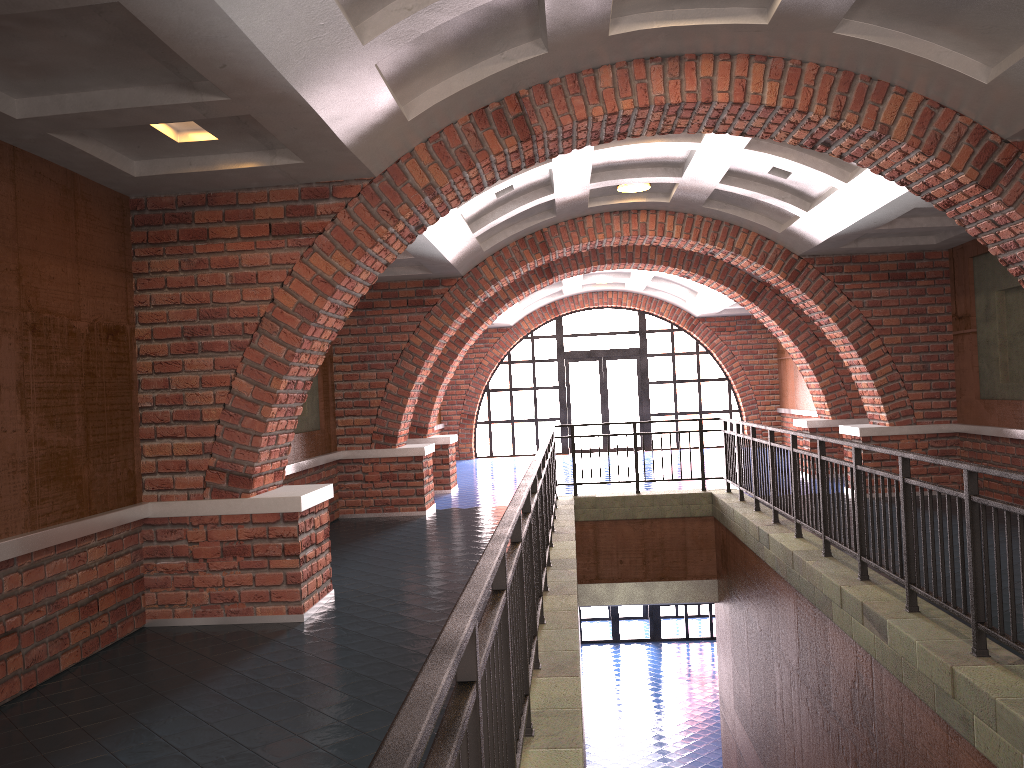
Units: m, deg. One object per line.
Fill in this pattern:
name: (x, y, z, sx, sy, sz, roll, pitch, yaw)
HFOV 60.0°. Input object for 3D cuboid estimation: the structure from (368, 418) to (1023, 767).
structure: (1.409, 3.279, 6.146, 2.464, 5.665, 11.176, -3, -1, 4)

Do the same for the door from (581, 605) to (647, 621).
door: (2.506, 4.935, 22.658, 1.754, 2.236, 0.040, -3, -1, 4)

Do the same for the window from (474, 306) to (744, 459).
window: (2.186, -0.093, 20.686, 6.353, 3.471, 0.100, -3, -1, 4)

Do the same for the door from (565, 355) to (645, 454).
door: (2.160, 0.477, 20.690, 1.754, 2.236, 0.040, -3, -1, 4)

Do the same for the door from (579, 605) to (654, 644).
door: (2.374, 4.922, 20.642, 1.754, 2.236, 0.040, -3, -1, 4)

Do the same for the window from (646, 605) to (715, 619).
window: (2.529, 4.313, 22.655, 6.353, 3.471, 0.100, -3, -1, 4)

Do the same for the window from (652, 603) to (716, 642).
window: (2.397, 4.300, 20.639, 6.353, 3.471, 0.100, -3, -1, 4)
